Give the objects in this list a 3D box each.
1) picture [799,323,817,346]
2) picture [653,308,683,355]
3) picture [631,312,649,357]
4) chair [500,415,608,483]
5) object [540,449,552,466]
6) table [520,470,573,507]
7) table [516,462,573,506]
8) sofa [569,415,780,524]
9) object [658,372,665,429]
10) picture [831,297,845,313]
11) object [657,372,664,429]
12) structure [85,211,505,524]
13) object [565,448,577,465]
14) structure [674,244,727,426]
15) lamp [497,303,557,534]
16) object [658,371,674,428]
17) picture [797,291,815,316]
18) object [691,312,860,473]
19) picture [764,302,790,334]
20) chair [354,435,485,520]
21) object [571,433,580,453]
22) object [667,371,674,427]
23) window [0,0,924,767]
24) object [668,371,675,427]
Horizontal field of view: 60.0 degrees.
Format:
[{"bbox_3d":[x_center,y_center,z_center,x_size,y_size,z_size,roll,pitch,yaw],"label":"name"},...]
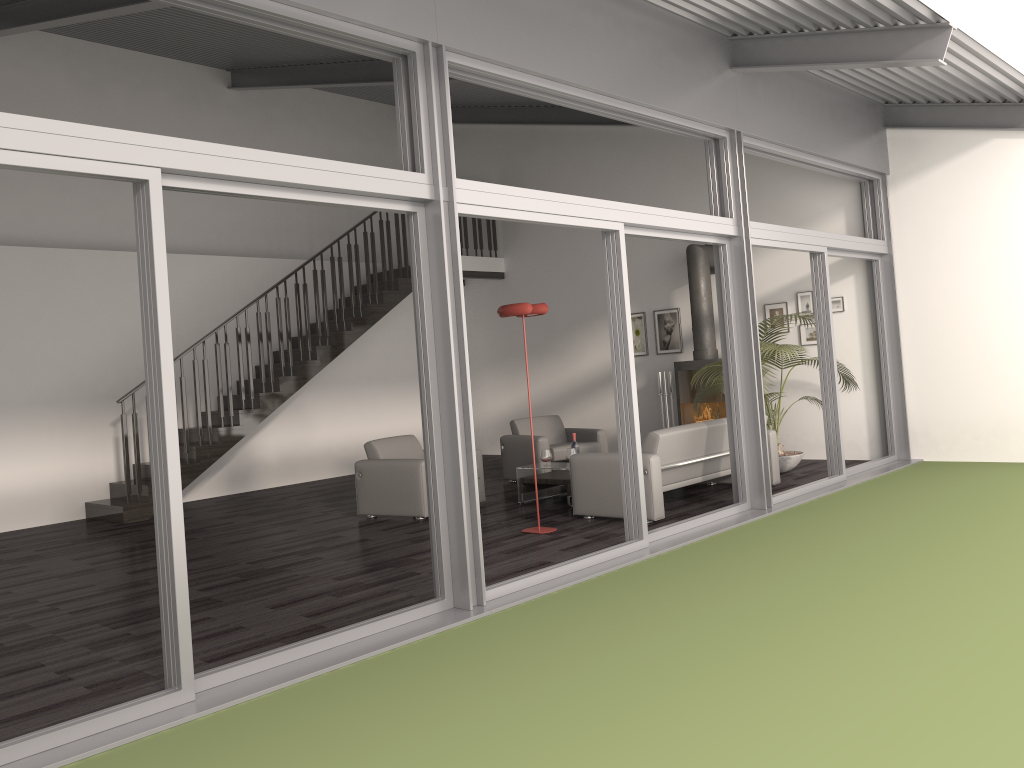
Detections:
[{"bbox_3d":[3.465,-0.572,10.121,0.359,0.245,0.015,-4,-1,44],"label":"picture"},{"bbox_3d":[2.024,-0.680,11.485,0.393,0.578,0.026,-5,-2,44],"label":"picture"},{"bbox_3d":[1.637,-0.657,11.853,0.393,0.578,0.026,-5,-2,44],"label":"picture"},{"bbox_3d":[0.496,0.733,10.133,0.964,0.718,0.908,-4,0,-31],"label":"chair"},{"bbox_3d":[0.326,0.700,8.430,0.116,0.156,0.115,-4,-1,-38],"label":"object"},{"bbox_3d":[0.711,0.971,8.690,0.599,0.250,1.202,-4,1,44],"label":"table"},{"bbox_3d":[0.432,0.941,8.402,0.679,0.342,0.401,-4,0,44],"label":"table"},{"bbox_3d":[1.481,0.689,7.926,0.900,0.718,2.117,-4,0,44],"label":"sofa"},{"bbox_3d":[1.881,0.360,11.028,0.078,1.021,0.167,-4,-1,5],"label":"object"},{"bbox_3d":[3.621,-0.888,9.958,0.221,0.166,0.015,-4,-1,44],"label":"picture"},{"bbox_3d":[1.878,0.338,11.190,0.116,0.984,0.042,-5,-1,19],"label":"object"},{"bbox_3d":[-2.323,-0.773,11.805,0.998,4.097,6.350,-6,-1,44],"label":"structure"},{"bbox_3d":[0.562,0.683,8.346,0.115,0.156,0.116,-5,-1,34],"label":"object"},{"bbox_3d":[2.539,-0.411,10.789,0.817,2.677,1.117,-5,-2,44],"label":"structure"},{"bbox_3d":[0.148,0.260,6.992,0.364,1.790,0.353,-6,-2,44],"label":"lamp"},{"bbox_3d":[1.958,0.405,11.132,0.400,1.127,0.400,-4,-1,3],"label":"object"},{"bbox_3d":[3.377,-0.920,10.188,0.191,0.280,0.015,-5,-2,44],"label":"picture"},{"bbox_3d":[2.597,0.110,9.431,1.715,1.668,2.121,-5,0,38],"label":"object"},{"bbox_3d":[3.120,-0.774,10.439,0.288,0.353,0.015,-5,-1,44],"label":"picture"},{"bbox_3d":[-0.852,0.856,8.490,0.908,0.718,0.964,-4,0,34],"label":"chair"},{"bbox_3d":[0.621,0.666,8.693,0.092,0.371,0.093,-5,-2,42],"label":"object"},{"bbox_3d":[2.057,0.359,11.174,0.113,1.050,0.041,-4,-1,-1],"label":"object"},{"bbox_3d":[0.746,-0.611,6.024,0.384,3.474,9.757,-6,-1,44],"label":"window"},{"bbox_3d":[2.018,0.365,11.080,0.145,1.053,0.075,-4,-1,5],"label":"object"}]
